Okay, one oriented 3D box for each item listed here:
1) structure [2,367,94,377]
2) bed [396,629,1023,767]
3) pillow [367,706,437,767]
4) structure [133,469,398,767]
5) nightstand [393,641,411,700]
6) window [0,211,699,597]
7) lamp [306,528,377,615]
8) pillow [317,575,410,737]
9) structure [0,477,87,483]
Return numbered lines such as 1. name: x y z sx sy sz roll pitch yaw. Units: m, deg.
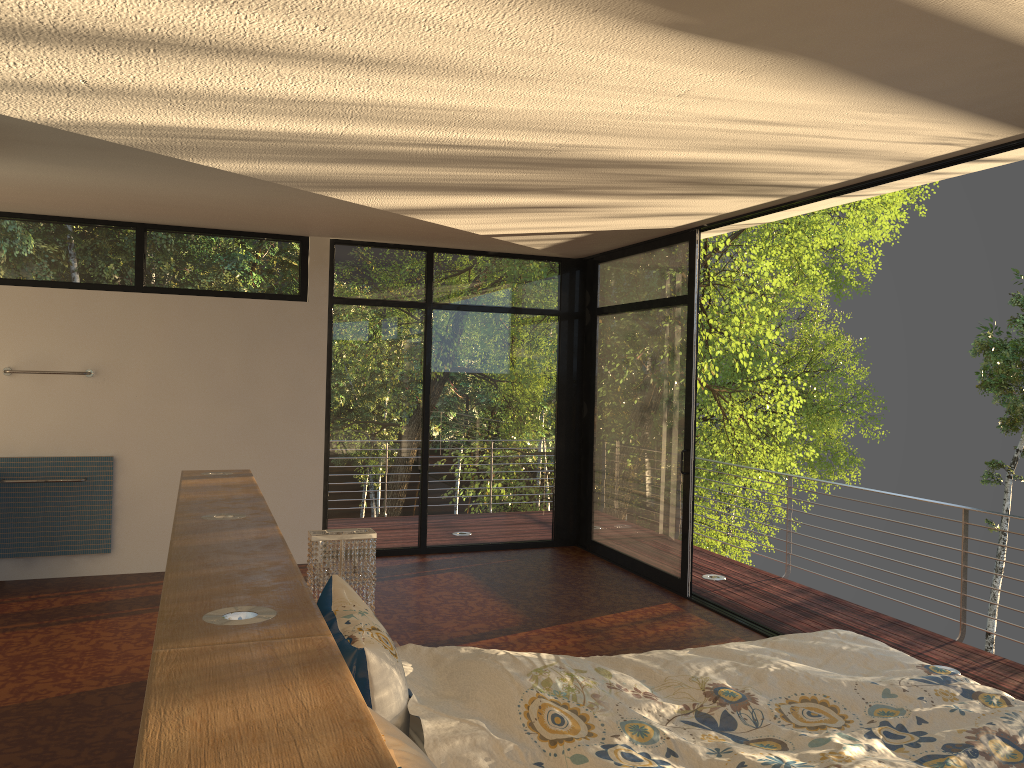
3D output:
1. structure: -3.145 -0.078 5.998 0.551 0.056 0.194 1 1 -22
2. bed: 0.620 1.113 2.211 2.205 0.712 1.785 1 1 -21
3. pillow: -0.145 0.816 1.409 0.274 0.404 0.588 2 0 -19
4. structure: -0.500 0.959 1.613 0.315 0.974 5.659 2 1 -20
5. nightstand: -0.592 1.252 3.257 0.489 0.347 0.757 1 1 -20
6. window: -0.878 0.178 1.745 7.009 2.514 10.067 1 1 -21
7. lamp: -0.657 0.923 3.398 0.267 0.730 0.159 2 0 -22
8. pillow: -0.396 0.760 2.219 0.258 0.439 0.607 2 0 -16
9. structure: -3.164 0.648 5.994 0.516 0.021 0.194 1 1 -22
